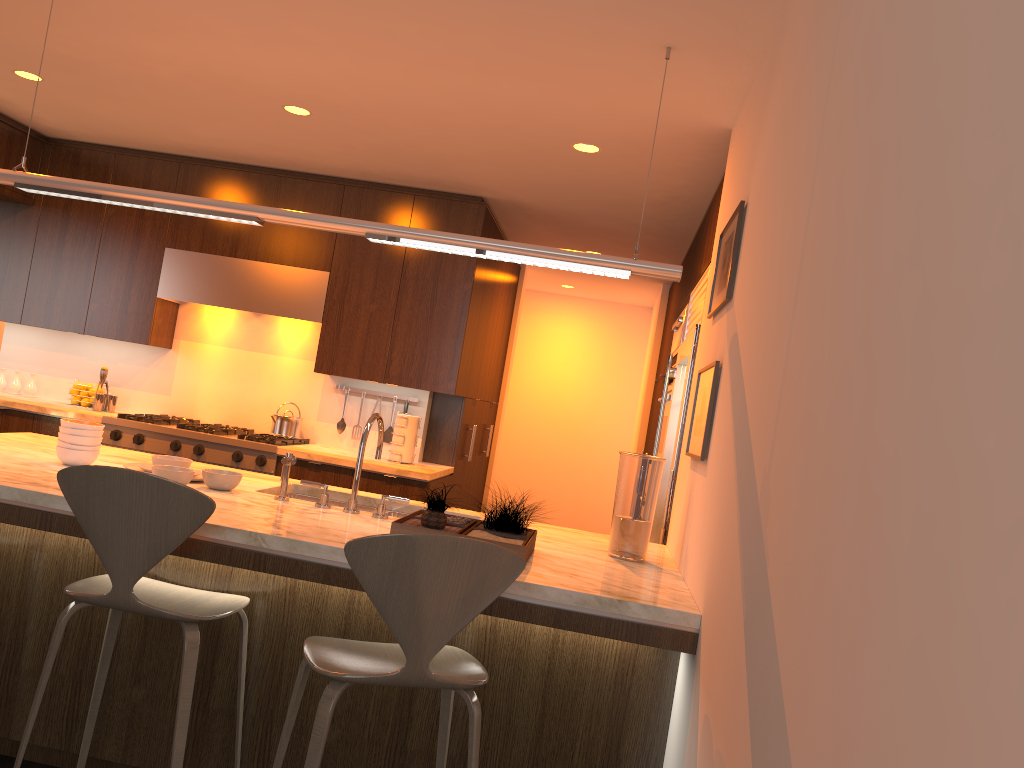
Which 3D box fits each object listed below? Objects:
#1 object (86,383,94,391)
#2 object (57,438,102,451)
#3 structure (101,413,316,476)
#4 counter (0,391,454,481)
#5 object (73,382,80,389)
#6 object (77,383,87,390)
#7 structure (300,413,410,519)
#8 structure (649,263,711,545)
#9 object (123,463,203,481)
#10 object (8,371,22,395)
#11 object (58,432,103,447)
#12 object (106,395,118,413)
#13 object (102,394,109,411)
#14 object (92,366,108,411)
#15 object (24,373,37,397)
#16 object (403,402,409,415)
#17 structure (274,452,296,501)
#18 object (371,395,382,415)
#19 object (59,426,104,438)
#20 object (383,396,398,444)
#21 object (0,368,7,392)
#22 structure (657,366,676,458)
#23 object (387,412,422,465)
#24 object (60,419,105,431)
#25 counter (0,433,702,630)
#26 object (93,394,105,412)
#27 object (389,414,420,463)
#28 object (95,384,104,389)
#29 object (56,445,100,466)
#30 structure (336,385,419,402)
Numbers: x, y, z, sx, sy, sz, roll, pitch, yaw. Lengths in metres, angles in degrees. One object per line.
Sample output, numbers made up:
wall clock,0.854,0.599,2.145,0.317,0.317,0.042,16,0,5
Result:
object,-2.734,0.020,5.739,0.063,0.053,0.051,8,-2,41
object,-1.482,0.224,3.030,0.140,0.068,0.139,10,-2,-11
structure,-1.816,0.281,5.486,1.067,0.422,0.824,9,-2,6
counter,-2.243,0.232,5.064,3.616,0.038,3.187,9,-2,6
object,-2.798,0.016,5.714,0.057,0.060,0.052,8,-2,27
object,-2.756,0.018,5.683,0.063,0.051,0.053,9,-2,-3
structure,-0.487,0.269,3.014,0.310,0.341,0.321,8,-2,44
structure,1.026,0.575,4.332,0.687,2.129,0.915,9,-2,6
object,-1.211,0.316,3.139,0.310,0.021,0.309,9,-2,6
object,-3.263,-0.010,5.835,0.079,0.154,0.079,10,-2,-11
object,-1.478,0.203,3.030,0.140,0.062,0.139,9,-2,6
object,-2.531,0.127,5.605,0.060,0.106,0.060,8,-2,38
object,-2.591,0.119,5.649,0.060,0.106,0.060,8,-2,38
object,-2.575,0.026,5.542,0.088,0.288,0.101,8,-2,36
object,-3.155,0.007,5.821,0.079,0.154,0.079,10,-2,-11
object,-0.689,0.254,5.616,0.063,0.281,0.063,10,-2,-16
structure,-0.769,0.314,3.007,0.050,0.161,0.067,9,-2,6
object,-0.869,0.202,5.638,0.114,0.271,0.008,9,-2,6
object,-1.475,0.181,3.031,0.140,0.064,0.139,10,-2,-19
object,-0.761,0.228,5.641,0.112,0.303,0.036,9,-2,6
object,-3.368,-0.027,5.849,0.079,0.154,0.079,10,-2,-11
structure,1.147,0.579,5.185,0.687,1.294,0.743,9,-2,6
object,-0.659,0.328,5.397,0.168,0.304,0.160,11,-2,-40
object,-1.472,0.160,3.032,0.140,0.062,0.139,9,-2,15
counter,-0.793,0.410,2.999,2.711,0.038,1.280,9,-2,6
object,-2.578,0.118,5.531,0.060,0.106,0.060,8,-2,38
object,-0.654,0.331,5.389,0.144,0.286,0.149,10,-2,-12
object,-2.703,0.029,5.808,0.059,0.060,0.050,8,-2,39
object,-1.486,0.248,3.029,0.140,0.059,0.139,9,-2,-2
structure,-0.860,0.060,5.650,0.541,0.031,0.048,9,-2,10
